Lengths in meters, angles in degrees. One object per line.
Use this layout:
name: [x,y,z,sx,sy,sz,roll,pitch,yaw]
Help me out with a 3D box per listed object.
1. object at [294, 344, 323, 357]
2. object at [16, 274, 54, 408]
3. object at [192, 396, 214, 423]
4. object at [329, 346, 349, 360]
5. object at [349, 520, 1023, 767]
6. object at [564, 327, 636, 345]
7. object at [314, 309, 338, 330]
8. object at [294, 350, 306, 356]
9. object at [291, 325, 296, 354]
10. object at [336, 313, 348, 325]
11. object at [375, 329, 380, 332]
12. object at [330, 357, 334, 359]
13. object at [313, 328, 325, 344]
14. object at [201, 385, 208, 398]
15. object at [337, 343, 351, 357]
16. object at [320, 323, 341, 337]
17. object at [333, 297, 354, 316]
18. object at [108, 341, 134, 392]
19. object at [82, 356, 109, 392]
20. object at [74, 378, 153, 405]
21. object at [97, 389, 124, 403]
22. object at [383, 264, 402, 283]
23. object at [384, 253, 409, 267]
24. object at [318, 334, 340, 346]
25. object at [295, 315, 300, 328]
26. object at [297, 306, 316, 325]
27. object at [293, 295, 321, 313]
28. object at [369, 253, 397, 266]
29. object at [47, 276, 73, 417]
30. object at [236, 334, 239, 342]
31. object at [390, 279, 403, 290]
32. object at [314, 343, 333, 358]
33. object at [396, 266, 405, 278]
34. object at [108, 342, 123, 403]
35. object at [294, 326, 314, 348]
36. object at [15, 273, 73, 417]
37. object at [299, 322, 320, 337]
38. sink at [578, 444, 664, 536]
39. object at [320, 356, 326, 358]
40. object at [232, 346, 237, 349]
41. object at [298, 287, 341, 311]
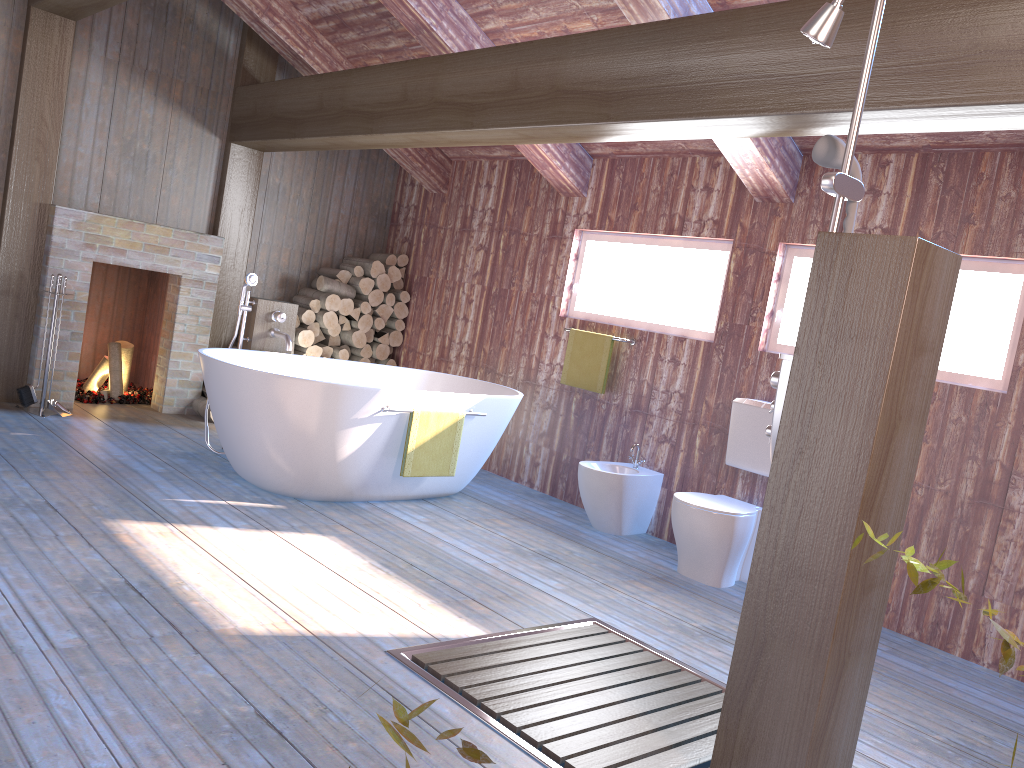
object: [-1.641,-0.271,6.854,0.139,0.148,0.458,6,6,-42]
object: [-2.955,-0.268,5.495,0.062,0.846,0.136,13,5,29]
object: [-2.212,0.178,6.411,0.141,0.143,0.437,5,6,-44]
object: [-1.447,-0.262,7.007,0.098,0.100,0.437,5,6,-44]
object: [0.240,0.649,0.385,0.970,1.073,0.972,12,5,28]
object: [0.529,-0.306,5.563,0.091,0.043,0.581,6,6,-42]
object: [-1.523,-0.522,6.875,0.141,0.143,0.437,5,6,-44]
object: [-1.752,-0.189,6.786,0.155,0.174,0.483,6,6,-44]
object: [-1.667,-0.320,6.564,0.147,0.298,0.109,6,6,-40]
object: [-1.397,-0.522,6.990,0.088,0.092,0.280,6,6,-42]
object: [-1.136,-0.467,7.225,0.067,0.069,0.177,6,6,-42]
object: [-1.516,-0.189,6.969,0.086,0.089,0.279,5,7,-45]
object: [-1.598,-0.398,6.972,0.128,0.150,0.323,6,6,-42]
object: [-2.215,0.075,6.489,0.099,0.093,0.280,6,6,-42]
object: [-1.430,-0.281,7.156,0.116,0.118,0.289,5,7,-45]
object: [-1.462,-0.451,6.945,0.115,0.123,0.291,6,6,-42]
object: [-1.412,-0.634,6.955,0.138,0.147,0.440,6,6,-42]
object: [-2.956,-0.100,6.692,0.140,0.459,0.266,8,5,-25]
object: [-3.042,-0.060,6.539,0.221,0.306,0.121,9,5,-15]
object: [-3.117,0.037,6.705,0.935,0.085,0.829,13,5,30]
object: [-2.923,0.077,6.465,0.085,0.084,0.278,10,5,4]
object: [-1.078,-0.908,7.215,0.133,0.142,0.456,6,6,-41]
object: [-0.975,-1.021,7.302,0.112,0.113,0.271,6,6,-42]
object: [-1.493,-0.373,7.076,0.104,0.127,0.321,6,6,-42]
object: [-1.737,-0.502,6.746,0.114,0.113,0.301,5,7,-45]
object: [-1.621,-0.530,6.778,0.115,0.123,0.291,6,6,-42]
object: [-1.576,-0.618,6.818,0.106,0.112,0.282,6,6,-42]
object: [-1.057,-1.006,7.231,0.104,0.121,0.270,6,6,-41]
object: [-2.841,-0.243,5.587,0.206,0.871,0.126,10,5,0]
object: [-1.884,-0.322,6.616,0.139,0.137,0.455,5,6,-44]
object: [-1.010,-0.843,7.314,0.107,0.115,0.269,6,6,-41]
object: [-1.527,-0.267,6.941,0.114,0.120,0.303,6,6,-42]
object: [-0.997,-0.940,7.323,0.081,0.100,0.281,6,6,-43]
object: [-2.883,-0.082,6.450,0.098,0.434,0.283,5,6,-44]
object: [-1.676,-0.382,6.775,0.138,0.147,0.440,6,6,-42]
object: [-2.938,-0.262,5.582,0.276,0.888,0.333,10,5,-1]
object: [-1.606,-0.441,6.836,0.111,0.113,0.301,6,6,-43]
sink: [0.587,0.592,5.078,0.515,0.517,0.335,6,6,-42]
object: [-1.579,-0.196,6.901,0.098,0.100,0.437,5,6,-44]
object: [-2.010,-0.213,6.585,0.101,0.103,0.242,6,6,-42]
object: [-1.494,-0.656,6.877,0.135,0.145,0.439,6,6,-42]
